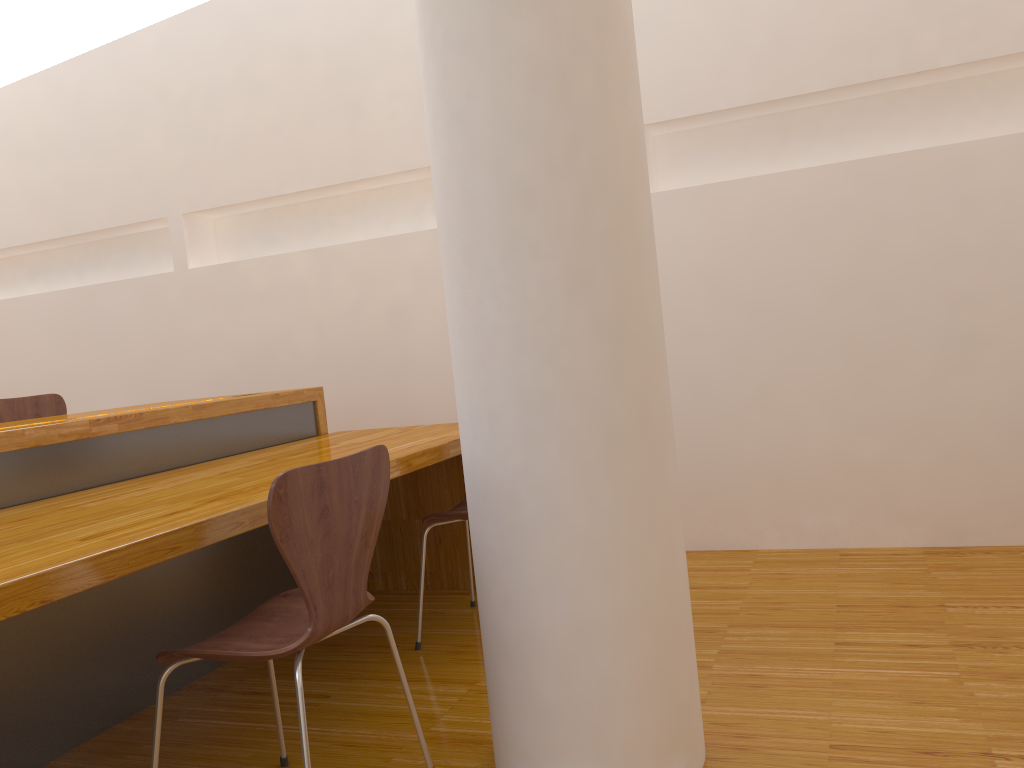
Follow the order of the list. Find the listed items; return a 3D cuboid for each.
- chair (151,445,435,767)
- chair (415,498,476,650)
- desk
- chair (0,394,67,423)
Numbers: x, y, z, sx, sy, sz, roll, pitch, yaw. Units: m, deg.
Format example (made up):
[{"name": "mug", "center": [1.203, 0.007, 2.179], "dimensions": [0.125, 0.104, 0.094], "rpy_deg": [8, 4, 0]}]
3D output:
[{"name": "chair", "center": [-0.436, 0.487, 1.661], "dimensions": [0.381, 0.693, 0.428], "rpy_deg": [-5, 2, 21]}, {"name": "chair", "center": [-0.071, 0.406, 2.717], "dimensions": [0.381, 0.693, 0.428], "rpy_deg": [-5, 2, 21]}, {"name": "desk", "center": [-1.226, 0.516, 1.903], "dimensions": [1.527, 0.785, 3.243], "rpy_deg": [-5, 2, 21]}, {"name": "chair", "center": [-1.681, 0.378, 3.332], "dimensions": [0.381, 0.693, 0.428], "rpy_deg": [-5, 2, 21]}]
